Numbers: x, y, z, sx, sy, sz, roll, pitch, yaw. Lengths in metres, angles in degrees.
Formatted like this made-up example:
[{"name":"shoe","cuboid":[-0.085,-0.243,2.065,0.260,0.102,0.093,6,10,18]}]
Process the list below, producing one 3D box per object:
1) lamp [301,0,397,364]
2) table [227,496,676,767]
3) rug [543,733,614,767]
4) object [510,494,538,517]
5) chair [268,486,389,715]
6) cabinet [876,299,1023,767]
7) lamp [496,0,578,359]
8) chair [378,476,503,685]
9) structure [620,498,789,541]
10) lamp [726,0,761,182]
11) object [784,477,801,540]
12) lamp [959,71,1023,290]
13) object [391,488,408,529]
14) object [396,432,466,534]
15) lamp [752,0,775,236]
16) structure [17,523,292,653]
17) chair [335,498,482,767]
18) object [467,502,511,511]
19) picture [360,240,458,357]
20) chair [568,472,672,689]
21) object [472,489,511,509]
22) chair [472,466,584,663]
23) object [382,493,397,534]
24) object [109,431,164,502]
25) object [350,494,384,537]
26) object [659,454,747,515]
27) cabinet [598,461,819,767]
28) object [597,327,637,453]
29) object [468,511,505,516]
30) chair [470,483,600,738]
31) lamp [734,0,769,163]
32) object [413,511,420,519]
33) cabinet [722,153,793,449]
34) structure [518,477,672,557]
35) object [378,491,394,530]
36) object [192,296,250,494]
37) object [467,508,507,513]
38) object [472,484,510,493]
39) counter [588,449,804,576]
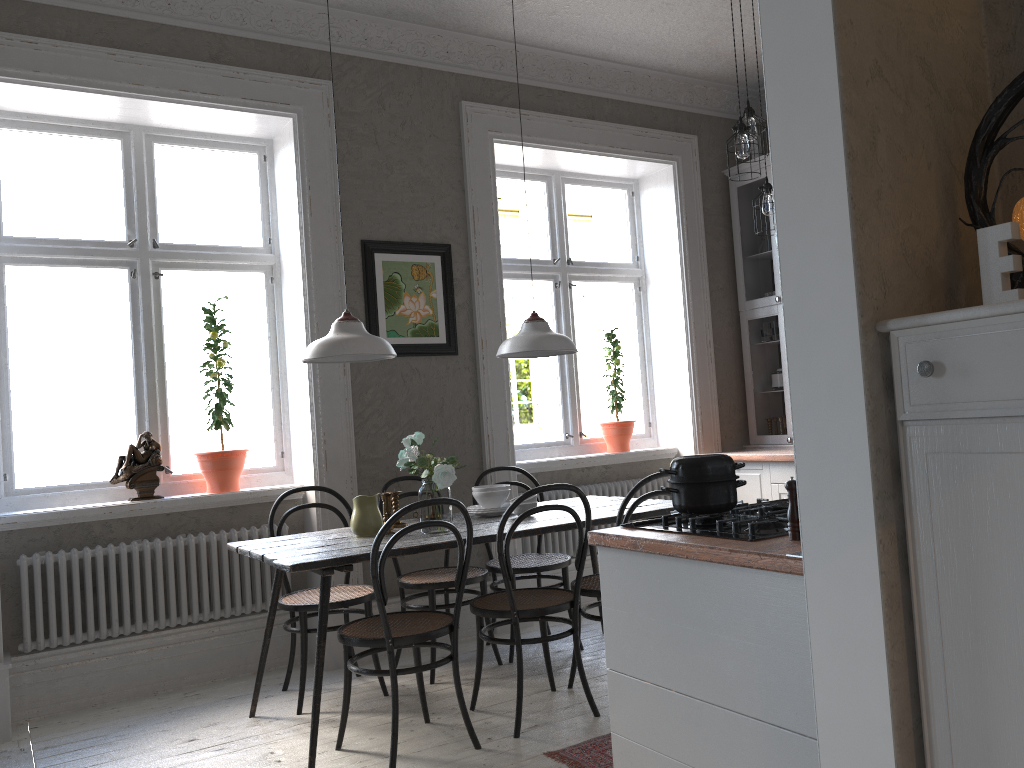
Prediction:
[{"name":"lamp","cuboid":[-0.721,-1.021,3.626,0.378,1.858,0.381,-4,-2,6]},{"name":"table","cuboid":[-0.135,0.970,3.881,1.957,0.735,0.887,-3,-3,-32]},{"name":"rug","cuboid":[0.837,1.229,3.106,1.314,0.014,0.722,-3,-3,-32]},{"name":"object","cuboid":[0.053,0.534,3.968,0.129,0.119,0.123,-3,-2,-16]},{"name":"chair","cuboid":[-0.842,0.931,4.000,0.445,0.920,0.540,-3,-2,-24]},{"name":"cabinet","cuboid":[1.000,0.506,1.349,0.391,1.297,0.653,-3,-3,-31]},{"name":"lamp","cuboid":[0.052,-1.056,4.108,0.385,1.858,0.373,-3,-2,-24]},{"name":"chair","cuboid":[-0.364,0.910,4.302,0.447,0.920,0.538,-3,-3,-34]},{"name":"structure","cuboid":[0.672,0.341,2.346,0.617,0.031,0.487,-3,-3,-32]},{"name":"lamp","cuboid":[1.018,-1.820,4.126,0.145,1.734,0.148,-5,-2,15]},{"name":"object","cuboid":[0.635,0.260,1.953,0.036,0.166,0.071,-3,-3,-31]},{"name":"lamp","cuboid":[0.979,-0.299,1.512,0.174,0.558,0.442,-3,-2,-23]},{"name":"object","cuboid":[-0.512,0.545,3.901,0.094,0.172,0.098,-6,-3,40]},{"name":"object","cuboid":[-0.325,0.397,3.603,0.256,0.414,0.305,-3,-3,-33]},{"name":"lamp","cuboid":[1.225,-1.613,4.427,0.144,1.734,0.149,-5,-2,25]},{"name":"structure","cuboid":[-1.624,0.933,4.173,1.247,0.428,0.146,-2,-3,-34]},{"name":"chair","cuboid":[-0.390,0.868,3.207,0.447,0.920,0.538,-3,-3,-34]},{"name":"object","cuboid":[-0.091,0.579,4.127,0.239,0.027,0.236,-4,-2,-9]},{"name":"picture","cuboid":[-0.543,-0.456,4.757,0.531,0.619,0.019,-3,-2,-32]},{"name":"chair","cuboid":[0.497,0.827,3.745,0.447,0.920,0.538,-3,-3,-34]},{"name":"object","cuboid":[-0.093,0.543,4.128,0.183,0.094,0.176,-2,-3,-40]},{"name":"chair","cuboid":[0.065,0.889,4.550,0.444,0.920,0.542,-3,-2,-19]},{"name":"object","cuboid":[-0.513,0.539,3.688,0.060,0.167,0.058,-3,-2,-18]},{"name":"object","cuboid":[-1.792,0.391,4.224,0.241,0.329,0.118,-3,-2,-30]},{"name":"object","cuboid":[-0.613,0.544,3.690,0.147,0.170,0.137,-5,-2,20]},{"name":"object","cuboid":[0.505,0.263,2.336,0.186,0.147,0.197,-6,-3,38]},{"name":"cabinet","cuboid":[1.643,0.770,3.627,1.967,0.854,4.240,-5,-2,15]},{"name":"object","cuboid":[0.670,0.038,5.796,0.261,0.813,0.259,-4,-2,-4]},{"name":"object","cuboid":[-0.089,0.596,4.126,0.240,0.027,0.235,-3,-2,-14]},{"name":"chair","cuboid":[0.069,0.847,3.499,0.445,0.920,0.540,-3,-2,-24]},{"name":"lamp","cuboid":[1.098,-1.950,4.297,0.150,1.734,0.143,-2,-3,-45]},{"name":"object","cuboid":[-0.377,0.575,4.153,0.136,0.112,0.142,-6,-3,41]},{"name":"cabinet","cuboid":[1.881,-0.530,5.735,0.395,1.920,0.862,-3,-3,-31]},{"name":"structure","cuboid":[0.566,0.833,5.541,1.247,0.428,0.146,-2,-3,-34]},{"name":"object","cuboid":[-0.544,0.543,3.811,0.062,0.172,0.061,-4,-2,-10]},{"name":"object","cuboid":[-1.477,0.047,4.449,0.268,0.991,0.271,-4,-2,8]},{"name":"object","cuboid":[-0.090,0.587,4.126,0.233,0.027,0.241,-5,-3,26]},{"name":"object","cuboid":[-0.095,0.523,4.129,0.183,0.094,0.176,-2,-3,-40]},{"name":"counter","cuboid":[1.262,0.397,3.943,3.456,0.039,3.101,-3,-3,-31]}]
